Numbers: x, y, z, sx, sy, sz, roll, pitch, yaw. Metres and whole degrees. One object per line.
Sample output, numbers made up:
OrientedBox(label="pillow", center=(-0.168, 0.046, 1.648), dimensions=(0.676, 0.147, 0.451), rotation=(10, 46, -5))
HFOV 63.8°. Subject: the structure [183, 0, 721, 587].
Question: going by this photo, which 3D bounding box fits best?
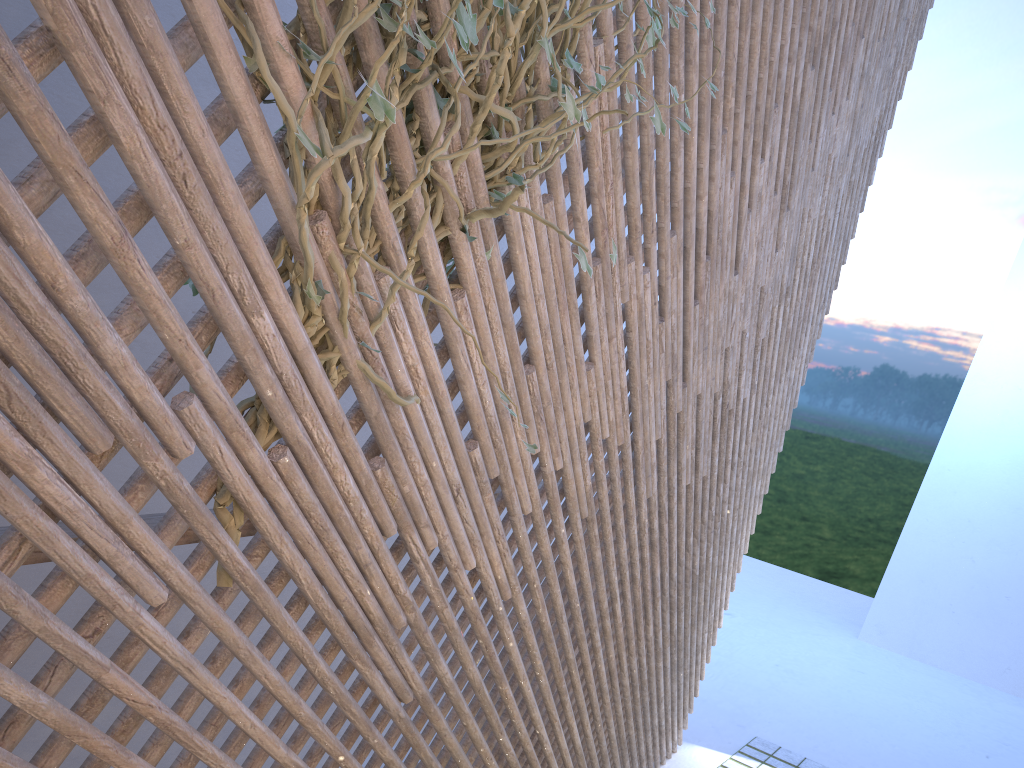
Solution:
OrientedBox(label="structure", center=(0.124, -1.038, 1.307), dimensions=(0.706, 2.978, 2.237), rotation=(22, 17, 26))
